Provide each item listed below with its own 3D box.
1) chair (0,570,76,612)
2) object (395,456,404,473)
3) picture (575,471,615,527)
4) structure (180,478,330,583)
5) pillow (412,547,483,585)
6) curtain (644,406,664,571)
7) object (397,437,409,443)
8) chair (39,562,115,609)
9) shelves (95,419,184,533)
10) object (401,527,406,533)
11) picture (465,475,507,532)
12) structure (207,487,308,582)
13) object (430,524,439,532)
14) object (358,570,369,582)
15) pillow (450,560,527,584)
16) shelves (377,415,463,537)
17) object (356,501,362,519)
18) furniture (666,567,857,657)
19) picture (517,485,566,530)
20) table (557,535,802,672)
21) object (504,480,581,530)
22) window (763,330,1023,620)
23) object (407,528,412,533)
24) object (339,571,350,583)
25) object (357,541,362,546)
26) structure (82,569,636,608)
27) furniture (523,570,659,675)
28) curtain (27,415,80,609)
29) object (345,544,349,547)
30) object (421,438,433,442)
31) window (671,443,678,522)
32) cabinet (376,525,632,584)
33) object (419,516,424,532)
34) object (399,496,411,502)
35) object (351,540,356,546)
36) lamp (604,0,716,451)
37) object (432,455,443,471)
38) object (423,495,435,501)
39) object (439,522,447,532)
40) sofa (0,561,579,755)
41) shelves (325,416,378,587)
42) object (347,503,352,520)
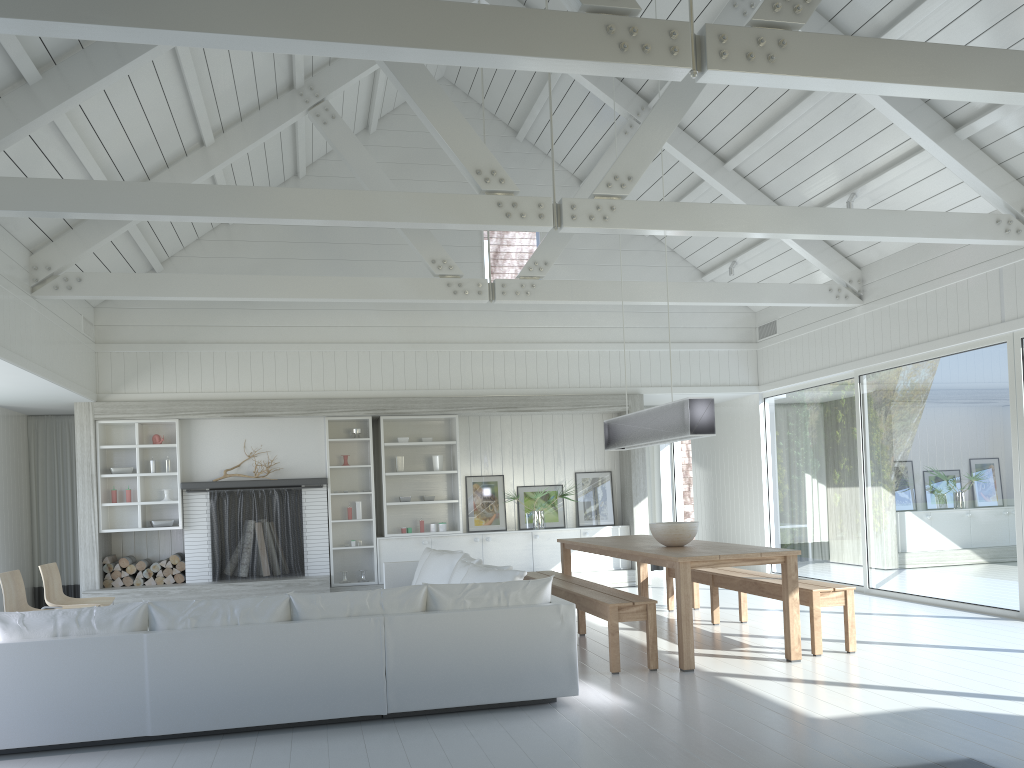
[{"bbox_3d":[-3.551,1.787,6.601,0.554,0.778,0.598,-2,-3,-13],"label":"chair"},{"bbox_3d":[-1.365,0.980,10.714,0.102,0.196,0.103,-2,-2,-13],"label":"object"},{"bbox_3d":[1.071,1.482,11.361,0.494,0.702,0.065,-2,-1,-13],"label":"picture"},{"bbox_3d":[-2.998,1.790,10.453,1.615,1.284,0.863,-1,-3,-13],"label":"structure"},{"bbox_3d":[-0.569,1.741,7.889,0.462,0.476,2.070,-1,-7,-21],"label":"pillow"},{"bbox_3d":[1.678,1.492,12.561,1.005,2.366,0.117,-2,-1,-12],"label":"curtain"},{"bbox_3d":[-1.327,0.689,10.729,0.141,0.066,0.142,-1,-6,-13],"label":"object"},{"bbox_3d":[-3.669,1.888,7.375,0.554,0.778,0.598,-2,-3,-13],"label":"chair"},{"bbox_3d":[-4.211,1.052,10.079,0.865,1.237,0.551,-2,-2,-13],"label":"shelves"},{"bbox_3d":[-1.315,1.774,10.696,0.054,0.071,0.054,0,-4,-34],"label":"object"},{"bbox_3d":[-0.324,1.497,11.044,0.494,0.702,0.065,-2,-1,-13],"label":"picture"},{"bbox_3d":[-2.919,1.721,10.107,1.097,1.061,0.117,-1,-1,-13],"label":"structure"},{"bbox_3d":[-0.955,1.766,10.834,0.092,0.095,0.090,-4,-4,21],"label":"object"},{"bbox_3d":[-1.787,2.303,10.590,0.137,0.130,0.137,-5,-5,30],"label":"object"},{"bbox_3d":[-0.239,1.524,6.258,0.465,0.476,1.326,-1,-6,-22],"label":"pillow"},{"bbox_3d":[-1.151,1.138,10.905,0.938,1.440,0.607,-2,-2,-13],"label":"shelves"},{"bbox_3d":[-1.842,1.518,10.597,0.072,0.211,0.071,-2,-2,-13],"label":"object"},{"bbox_3d":[1.986,1.851,7.517,0.340,0.469,2.697,-2,-7,-13],"label":"furniture"},{"bbox_3d":[0.372,1.566,11.211,0.608,0.552,0.054,-1,-1,-13],"label":"picture"},{"bbox_3d":[1.224,1.714,7.353,0.905,0.760,2.966,-1,-7,-13],"label":"table"},{"bbox_3d":[0.393,1.488,10.913,0.970,0.628,0.625,-1,-4,-15],"label":"object"},{"bbox_3d":[4.530,0.626,6.301,0.080,2.411,10.995,-2,-7,-13],"label":"window"},{"bbox_3d":[-1.253,1.782,10.737,0.058,0.061,0.058,0,-5,-35],"label":"object"},{"bbox_3d":[-2.001,2.305,10.542,0.137,0.130,0.137,-5,-5,30],"label":"object"},{"bbox_3d":[-1.831,1.914,10.593,0.058,0.061,0.058,-1,-4,-13],"label":"object"},{"bbox_3d":[-1.704,2.482,11.037,6.345,0.345,1.893,-1,-7,-13],"label":"structure"},{"bbox_3d":[0.526,1.867,7.185,0.340,0.469,2.697,-2,-7,-13],"label":"furniture"},{"bbox_3d":[-5.553,1.555,10.772,0.629,2.366,0.117,-2,-1,-14],"label":"curtain"},{"bbox_3d":[-1.978,1.934,10.561,0.054,0.025,0.054,-1,-6,-13],"label":"object"},{"bbox_3d":[-1.058,0.704,10.936,0.141,0.066,0.142,-1,-6,-13],"label":"object"},{"bbox_3d":[2.780,1.671,14.147,0.037,2.423,0.949,-2,-2,-13],"label":"window"},{"bbox_3d":[-0.107,2.121,11.094,3.179,0.550,0.657,-1,-5,-13],"label":"cabinet"},{"bbox_3d":[-1.100,1.712,10.763,0.054,0.196,0.054,-2,-1,-14],"label":"object"},{"bbox_3d":[-1.299,1.401,10.719,0.141,0.066,0.142,-1,-6,-13],"label":"object"},{"bbox_3d":[-1.904,1.909,10.578,0.054,0.071,0.054,-1,-3,-14],"label":"object"},{"bbox_3d":[1.090,-1.615,7.345,0.200,4.234,1.913,-2,-2,-13],"label":"lamp"},{"bbox_3d":[-0.908,0.975,10.818,0.103,0.196,0.103,-4,-3,32],"label":"object"},{"bbox_3d":[-1.030,1.417,10.925,0.141,0.066,0.142,-1,-6,-13],"label":"object"},{"bbox_3d":[-0.848,1.748,10.789,0.085,0.111,0.085,-4,-3,22],"label":"object"},{"bbox_3d":[-1.773,1.751,6.667,3.474,0.736,4.159,-1,-7,-13],"label":"sofa"},{"bbox_3d":[-1.962,1.423,10.714,0.540,1.996,0.607,-2,-1,-13],"label":"shelves"},{"bbox_3d":[-1.946,1.527,10.575,0.054,0.196,0.054,-2,-1,-14],"label":"object"}]
